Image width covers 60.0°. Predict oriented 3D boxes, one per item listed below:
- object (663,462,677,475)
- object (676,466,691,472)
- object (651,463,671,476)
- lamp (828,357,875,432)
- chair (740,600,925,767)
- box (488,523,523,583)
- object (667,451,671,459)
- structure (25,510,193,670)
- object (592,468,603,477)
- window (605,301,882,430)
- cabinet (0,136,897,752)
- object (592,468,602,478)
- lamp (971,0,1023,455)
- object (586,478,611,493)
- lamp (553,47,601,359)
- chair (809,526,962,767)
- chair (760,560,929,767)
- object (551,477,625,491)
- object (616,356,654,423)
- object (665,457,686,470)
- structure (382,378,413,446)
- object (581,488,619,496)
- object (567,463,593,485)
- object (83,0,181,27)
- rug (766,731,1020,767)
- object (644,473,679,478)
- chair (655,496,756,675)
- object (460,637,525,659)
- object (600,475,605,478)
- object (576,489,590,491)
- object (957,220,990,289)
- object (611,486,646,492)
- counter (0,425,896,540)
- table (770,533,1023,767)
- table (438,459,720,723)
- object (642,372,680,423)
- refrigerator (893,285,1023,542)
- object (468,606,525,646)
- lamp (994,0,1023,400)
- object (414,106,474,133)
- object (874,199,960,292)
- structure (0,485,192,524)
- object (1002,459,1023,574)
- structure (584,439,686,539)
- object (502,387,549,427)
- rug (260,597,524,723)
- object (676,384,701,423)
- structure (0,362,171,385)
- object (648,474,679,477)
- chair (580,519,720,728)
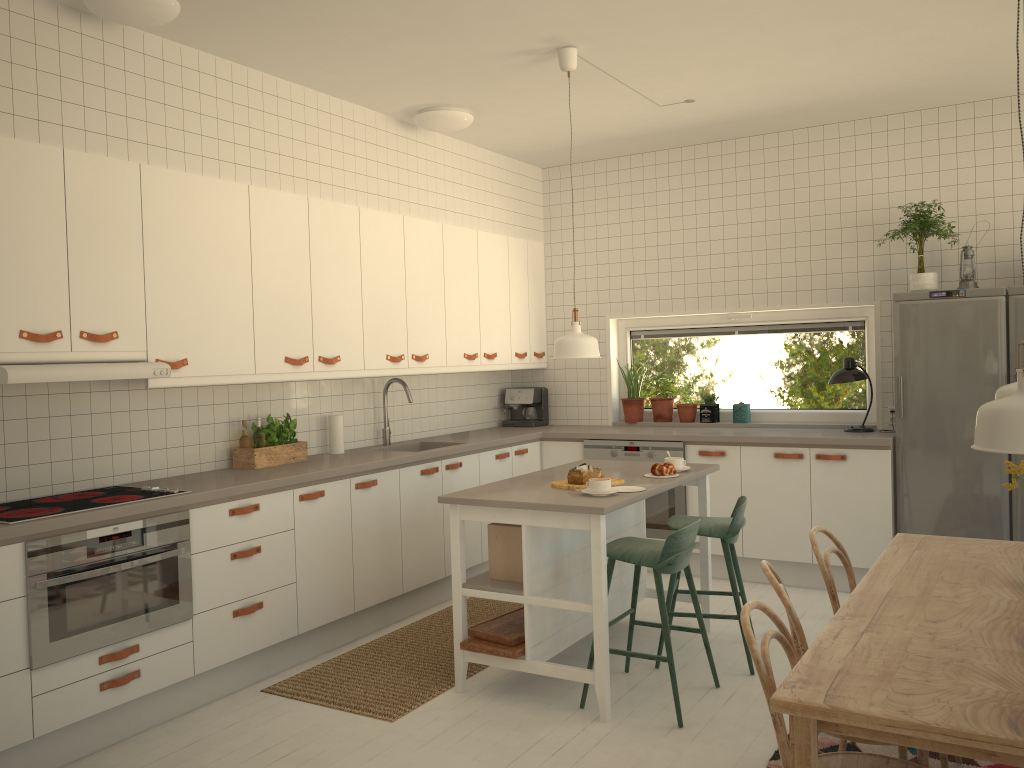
[{"bbox_3d":[0.758,0.410,4.271,0.060,0.059,0.074,-2,2,0],"label":"object"},{"bbox_3d":[0.809,0.426,4.421,0.160,0.020,0.160,-1,2,27],"label":"object"},{"bbox_3d":[0.704,0.412,4.265,0.070,0.060,0.131,-2,2,-21],"label":"object"},{"bbox_3d":[2.112,0.064,5.542,0.262,0.465,0.239,-2,2,-30],"label":"lamp"},{"bbox_3d":[0.803,0.946,2.104,0.483,0.810,0.385,-1,2,29],"label":"chair"},{"bbox_3d":[0.088,0.734,4.015,0.237,0.242,0.357,-1,2,32],"label":"box"},{"bbox_3d":[0.800,0.383,4.443,0.028,0.086,0.102,-2,2,-18],"label":"object"},{"bbox_3d":[-1.780,0.763,3.546,0.704,0.447,0.682,-1,2,31],"label":"structure"},{"bbox_3d":[0.374,0.414,4.066,0.083,0.055,0.073,-1,2,38],"label":"object"},{"bbox_3d":[1.589,-0.113,6.208,1.898,0.816,0.293,-1,2,31],"label":"window"},{"bbox_3d":[-0.026,0.083,4.198,2.853,2.159,4.845,-1,2,31],"label":"cabinet"},{"bbox_3d":[0.366,0.413,4.038,0.083,0.057,0.072,-1,2,37],"label":"object"},{"bbox_3d":[1.100,-0.656,1.904,0.229,1.595,0.229,-2,1,-24],"label":"lamp"},{"bbox_3d":[0.370,0.431,3.746,0.098,0.064,0.094,-2,2,-11],"label":"object"},{"bbox_3d":[0.285,-0.865,4.192,0.229,1.490,0.230,-1,1,32],"label":"lamp"},{"bbox_3d":[1.273,0.906,3.003,0.483,0.810,0.385,-1,2,34],"label":"chair"},{"bbox_3d":[0.982,0.926,2.583,0.483,0.810,0.385,-1,1,14],"label":"chair"},{"bbox_3d":[0.345,0.452,4.037,0.306,0.019,0.237,-3,2,-42],"label":"object"},{"bbox_3d":[0.909,0.033,6.539,0.300,0.499,0.333,-1,1,14],"label":"object"},{"bbox_3d":[0.810,0.400,4.423,0.094,0.060,0.098,-1,2,28],"label":"object"},{"bbox_3d":[-0.712,0.173,5.490,0.236,0.421,0.063,-1,2,38],"label":"structure"},{"bbox_3d":[0.373,0.459,3.746,0.160,0.020,0.160,-2,2,-3],"label":"object"},{"bbox_3d":[0.305,0.403,3.980,0.086,0.087,0.090,-1,2,39],"label":"object"},{"bbox_3d":[-1.467,-1.455,3.426,0.351,0.101,0.351,-2,2,-17],"label":"object"},{"bbox_3d":[1.549,1.322,2.488,1.748,0.035,3.026,-1,2,31],"label":"rug"},{"bbox_3d":[0.720,0.440,4.267,0.167,0.005,0.167,-1,2,27],"label":"object"},{"bbox_3d":[0.926,0.924,4.246,0.446,0.752,0.485,-1,1,16],"label":"chair"},{"bbox_3d":[0.007,1.116,3.921,0.280,0.030,0.430,-1,2,31],"label":"object"},{"bbox_3d":[0.388,0.431,4.093,0.077,0.017,0.068,0,2,39],"label":"object"},{"bbox_3d":[0.329,0.451,3.788,0.132,0.011,0.027,-2,2,-20],"label":"object"},{"bbox_3d":[2.593,-0.723,5.003,0.154,0.383,0.163,-3,2,-36],"label":"object"},{"bbox_3d":[0.498,0.459,3.863,0.167,0.005,0.167,-1,2,27],"label":"object"},{"bbox_3d":[-0.013,0.481,4.205,2.856,0.163,4.845,-1,2,31],"label":"counter"},{"bbox_3d":[1.371,0.961,2.320,0.894,0.749,1.798,-1,2,31],"label":"table"},{"bbox_3d":[0.396,0.885,4.257,0.794,0.864,1.424,-1,2,31],"label":"table"},{"bbox_3d":[1.097,0.093,6.446,0.258,0.370,0.234,0,2,43],"label":"object"},{"bbox_3d":[2.821,0.351,5.011,1.146,1.777,0.559,-1,2,31],"label":"refrigerator"},{"bbox_3d":[0.031,1.083,3.993,0.280,0.030,0.430,0,2,40],"label":"object"},{"bbox_3d":[1.542,-0.690,2.640,0.229,1.595,0.229,-2,1,-13],"label":"lamp"},{"bbox_3d":[-0.400,-1.538,5.204,0.351,0.101,0.351,-2,2,-17],"label":"object"},{"bbox_3d":[2.375,-0.802,5.125,0.474,0.545,0.468,0,2,45],"label":"object"},{"bbox_3d":[-1.749,0.478,3.508,0.504,0.057,0.764,-1,2,31],"label":"structure"},{"bbox_3d":[1.508,0.383,2.498,0.145,0.388,0.206,-2,1,-7],"label":"object"},{"bbox_3d":[0.967,0.719,6.146,0.705,0.710,0.704,-1,2,31],"label":"structure"},{"bbox_3d":[0.073,0.177,6.756,0.316,0.292,0.279,-1,2,32],"label":"object"},{"bbox_3d":[-0.289,1.326,4.620,0.750,0.004,2.000,-1,2,31],"label":"rug"},{"bbox_3d":[1.260,0.141,6.323,0.194,0.277,0.177,-2,1,-2],"label":"object"},{"bbox_3d":[-1.798,-0.046,3.530,0.482,0.073,0.681,-1,2,31],"label":"structure"},{"bbox_3d":[0.721,0.438,4.271,0.120,0.005,0.122,-3,2,-41],"label":"object"},{"bbox_3d":[0.578,0.949,3.735,0.446,0.752,0.485,-1,2,31],"label":"chair"}]
